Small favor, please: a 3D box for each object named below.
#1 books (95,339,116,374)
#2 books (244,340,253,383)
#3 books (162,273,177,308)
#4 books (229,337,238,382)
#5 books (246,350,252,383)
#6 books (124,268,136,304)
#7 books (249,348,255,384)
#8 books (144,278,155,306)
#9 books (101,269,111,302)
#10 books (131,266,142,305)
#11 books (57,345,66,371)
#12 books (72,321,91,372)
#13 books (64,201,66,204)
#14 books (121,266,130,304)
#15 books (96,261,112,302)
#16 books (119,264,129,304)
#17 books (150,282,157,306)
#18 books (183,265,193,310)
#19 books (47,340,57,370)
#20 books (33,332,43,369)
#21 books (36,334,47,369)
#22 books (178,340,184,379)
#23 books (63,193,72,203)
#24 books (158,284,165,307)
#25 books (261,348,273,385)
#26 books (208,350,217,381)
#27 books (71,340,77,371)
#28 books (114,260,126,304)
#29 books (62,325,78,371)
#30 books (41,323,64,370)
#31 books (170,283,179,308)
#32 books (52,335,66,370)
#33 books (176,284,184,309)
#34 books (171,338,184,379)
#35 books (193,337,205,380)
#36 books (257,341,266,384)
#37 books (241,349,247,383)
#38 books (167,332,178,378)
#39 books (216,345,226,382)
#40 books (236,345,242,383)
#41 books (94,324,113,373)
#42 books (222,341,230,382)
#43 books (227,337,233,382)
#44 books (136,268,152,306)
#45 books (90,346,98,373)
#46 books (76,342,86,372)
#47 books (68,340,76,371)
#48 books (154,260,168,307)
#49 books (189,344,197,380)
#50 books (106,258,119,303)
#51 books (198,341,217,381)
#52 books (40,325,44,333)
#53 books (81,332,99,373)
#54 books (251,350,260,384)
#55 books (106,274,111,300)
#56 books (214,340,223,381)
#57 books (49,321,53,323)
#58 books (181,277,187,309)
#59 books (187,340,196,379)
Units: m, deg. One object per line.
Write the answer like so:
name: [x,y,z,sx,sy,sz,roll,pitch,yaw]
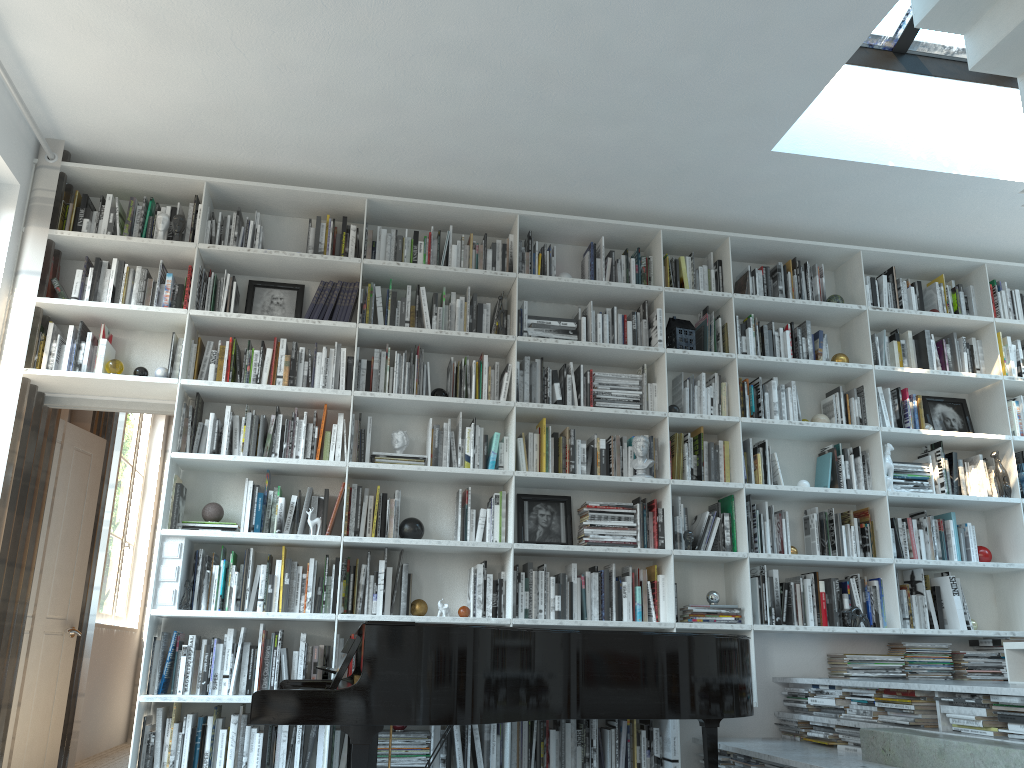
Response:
books: [-2.063,-0.099,4.499,0.029,0.210,0.187,4,-17,-10]
books: [-1.384,-0.075,4.649,0.012,0.276,0.151,4,-17,-10]
books: [-1.794,-0.438,4.654,0.029,0.228,0.192,4,-17,-10]
books: [-1.450,-0.085,4.620,0.011,0.276,0.164,4,-17,-10]
books: [-1.369,-0.049,4.631,0.014,0.217,0.164,4,-17,-10]
books: [-1.983,-0.456,4.630,0.021,0.243,0.174,4,-17,-10]
books: [-1.357,-0.051,4.641,0.011,0.228,0.171,4,-17,-10]
books: [-1.897,-0.430,4.656,0.028,0.211,0.139,4,-17,-10]
books: [-2.100,-0.458,4.623,0.024,0.238,0.156,4,-17,-10]
books: [-1.949,-0.463,4.636,0.025,0.260,0.167,4,-17,-10]
books: [-2.263,-0.090,4.495,0.029,0.184,0.135,4,-17,-10]
books: [-2.178,-0.149,4.488,0.013,0.296,0.188,4,-17,-10]
books: [-2.372,-0.828,4.685,0.011,0.240,0.151,4,-17,-10]
books: [-1.999,-0.460,4.627,0.012,0.248,0.192,4,-17,-10]
books: [-2.125,-0.483,4.627,0.028,0.287,0.133,4,-17,-10]
books: [-2.012,-0.470,4.629,0.013,0.268,0.162,4,-17,-10]
books: [-1.870,-0.419,4.667,0.029,0.197,0.144,4,-17,-10]
books: [-1.708,-0.458,4.694,0.014,0.293,0.173,4,-17,-10]
books: [-2.298,-0.103,4.474,0.029,0.196,0.161,4,-17,-10]
books: [-2.365,-0.125,4.458,0.013,0.227,0.179,4,-17,-10]
books: [-2.352,-0.121,4.460,0.013,0.221,0.163,4,-17,-10]
books: [-1.675,-0.082,4.552,0.021,0.224,0.232,4,-17,-10]
books: [-2.381,-0.864,4.680,0.012,0.306,0.181,4,-17,-10]
books: [-1.828,-0.411,4.663,0.031,0.182,0.151,4,-17,-10]
books: [-1.285,-0.050,4.657,0.047,0.237,0.163,4,-17,-10]
books: [-1.541,-0.053,4.589,0.026,0.194,0.176,4,-17,-10]
books: [-2.194,-0.101,4.490,0.011,0.205,0.163,4,-17,-10]
books: [-2.038,-0.481,4.635,0.037,0.291,0.156,4,-17,-10]
books: [-2.233,-0.139,4.498,0.022,0.280,0.157,4,-17,-10]
books: [-2.321,-0.148,4.474,0.023,0.280,0.171,4,-17,-10]
books: [-1.771,-0.412,4.682,0.029,0.195,0.146,4,-17,-10]
books: [-2.277,-0.115,4.473,0.010,0.219,0.182,4,-17,-10]
books: [-1.741,-0.410,4.671,0.026,0.187,0.154,4,-17,-10]
books: [-1.726,-0.091,4.600,0.044,0.268,0.134,4,-17,-10]
books: [-1.621,-0.089,4.592,0.012,0.262,0.181,4,-17,-10]
books: [-1.314,-0.070,4.653,0.014,0.272,0.181,4,-17,-10]
books: [-1.397,-0.052,4.644,0.012,0.230,0.150,4,-17,-10]
books: [-1.749,-0.107,4.578,0.012,0.284,0.160,4,-17,-10]
books: [-1.505,-0.064,4.611,0.030,0.229,0.172,4,-17,-10]
books: [-1.425,-0.065,4.637,0.047,0.249,0.134,4,-17,-10]
books: [-2.085,-0.138,4.521,0.013,0.297,0.179,4,-17,-10]
books: [-1.482,-0.073,4.617,0.014,0.252,0.187,4,-17,-10]
books: [-1.467,-0.085,4.628,0.020,0.280,0.165,4,-17,-10]
books: [-1.922,-0.456,4.639,0.030,0.250,0.166,4,-17,-10]
books: [-2.110,-0.082,4.520,0.029,0.190,0.135,4,-17,-10]
books: [-2.163,-0.094,4.489,0.024,0.192,0.181,4,-17,-10]
books: [-2.215,-0.100,4.508,0.023,0.213,0.141,4,-17,-10]
books: [-1.845,-0.475,4.662,0.012,0.302,0.189,4,-17,-10]
books: [-1.640,-0.073,4.593,0.022,0.232,0.151,4,-17,-10]
books: [-2.063,-0.486,4.611,0.021,0.285,0.179,4,-17,-10]
books: [-1.588,-0.080,4.613,0.062,0.257,0.153,4,-17,-10]
books: [-2.374,-0.151,4.452,0.011,0.271,0.189,4,-17,-10]
books: [-2.127,-0.118,4.484,0.021,0.236,0.189,4,-17,-10]
books: [-1.335,-0.046,4.637,0.031,0.216,0.173,4,-17,-10]
books: [-2.081,-0.445,4.612,0.010,0.208,0.165,4,-17,-10]
books: [-1.525,-0.080,4.617,0.010,0.262,0.151,4,-17,-10]
books: [-2.342,-0.152,4.496,0.013,0.302,0.135,4,-17,-10]
books: [-1.724,-0.427,4.695,0.014,0.235,0.144,4,-17,-10]
books: [-1.658,-0.082,4.601,0.012,0.253,0.161,4,-17,-10]
